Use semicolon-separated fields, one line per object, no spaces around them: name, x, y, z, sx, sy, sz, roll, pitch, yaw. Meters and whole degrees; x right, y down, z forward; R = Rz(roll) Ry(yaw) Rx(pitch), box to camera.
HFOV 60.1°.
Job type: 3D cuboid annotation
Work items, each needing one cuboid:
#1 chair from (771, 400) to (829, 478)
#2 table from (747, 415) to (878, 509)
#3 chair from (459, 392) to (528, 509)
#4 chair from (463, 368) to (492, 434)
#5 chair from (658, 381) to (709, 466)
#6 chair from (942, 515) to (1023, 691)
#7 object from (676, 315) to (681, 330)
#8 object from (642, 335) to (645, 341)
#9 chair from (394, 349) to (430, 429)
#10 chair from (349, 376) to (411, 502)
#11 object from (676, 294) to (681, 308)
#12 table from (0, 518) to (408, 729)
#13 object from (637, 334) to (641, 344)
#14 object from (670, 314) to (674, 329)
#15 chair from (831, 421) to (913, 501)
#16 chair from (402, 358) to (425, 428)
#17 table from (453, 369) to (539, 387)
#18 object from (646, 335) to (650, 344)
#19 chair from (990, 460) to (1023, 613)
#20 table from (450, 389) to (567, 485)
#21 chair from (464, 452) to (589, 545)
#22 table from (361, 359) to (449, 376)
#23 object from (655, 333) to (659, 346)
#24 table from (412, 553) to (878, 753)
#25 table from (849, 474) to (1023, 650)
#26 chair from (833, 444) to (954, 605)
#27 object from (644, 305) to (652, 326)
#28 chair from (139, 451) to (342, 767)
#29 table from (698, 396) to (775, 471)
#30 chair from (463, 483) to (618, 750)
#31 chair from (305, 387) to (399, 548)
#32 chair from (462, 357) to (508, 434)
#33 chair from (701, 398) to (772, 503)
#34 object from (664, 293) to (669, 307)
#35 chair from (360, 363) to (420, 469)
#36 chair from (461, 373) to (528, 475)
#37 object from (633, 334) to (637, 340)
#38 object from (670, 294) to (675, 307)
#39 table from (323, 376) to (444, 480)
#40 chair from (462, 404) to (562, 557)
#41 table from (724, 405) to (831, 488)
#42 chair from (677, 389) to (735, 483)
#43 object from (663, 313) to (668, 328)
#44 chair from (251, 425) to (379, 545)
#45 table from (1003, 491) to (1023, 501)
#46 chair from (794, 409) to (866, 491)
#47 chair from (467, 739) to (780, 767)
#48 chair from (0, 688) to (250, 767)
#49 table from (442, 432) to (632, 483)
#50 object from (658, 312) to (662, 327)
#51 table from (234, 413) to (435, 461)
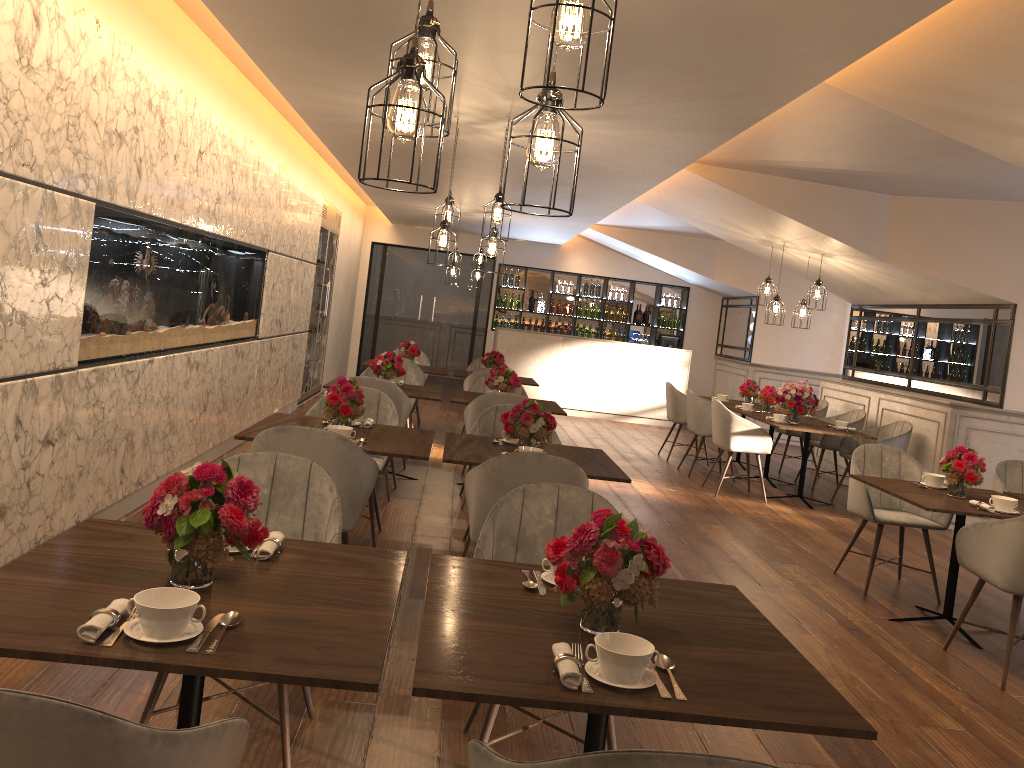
chair;3.294;0.588;10.187;0.526;0.871;0.566;7;2;-4
table;2.737;0.748;8.296;0.896;0.720;0.899;7;3;-4
chair;-0.098;0.470;6.515;0.564;0.871;0.527;7;2;-4
chair;-0.236;0.254;8.988;0.564;0.871;0.527;7;2;-4
chair;1.979;0.435;10.091;0.526;0.871;0.566;7;2;-4
chair;2.485;0.968;4.233;0.564;0.871;0.527;7;2;-4
object;2.869;-1.066;15.252;0.065;0.261;0.066;6;2;-25
object;2.257;-0.745;15.228;0.065;0.207;0.065;8;2;42
chair;-1.246;0.029;10.258;0.564;0.871;0.527;7;2;-4
chair;-1.049;0.359;6.459;0.564;0.871;0.527;7;2;-4
object;2.860;-1.424;15.211;0.070;0.235;0.041;7;1;-4
table;-0.760;0.823;2.073;0.896;0.720;0.899;7;3;-4
object;2.180;-0.754;15.223;0.065;0.207;0.065;8;2;42
object;2.759;-1.079;15.246;0.065;0.261;0.066;6;2;-25
chair;3.399;0.751;8.312;0.526;0.871;0.566;7;2;-4
chair;-1.187;0.143;8.931;0.564;0.871;0.527;7;2;-4
table;-0.229;0.278;9.648;0.896;0.720;0.899;7;3;-4
object;2.334;-0.736;15.232;0.065;0.207;0.065;8;2;42
chair;3.331;0.960;5.613;0.564;0.871;0.527;7;2;-4
table;-0.091;0.494;7.175;0.896;0.720;0.899;7;3;-4
chair;0.045;0.695;3.942;0.564;0.871;0.527;7;2;-4
table;-1.179;0.167;9.592;0.896;0.720;0.899;7;3;-4
object;2.497;-0.746;15.241;0.065;0.263;0.066;6;2;-25
table;0.190;0.935;2.129;0.896;0.720;0.899;7;3;-4
table;2.446;0.987;4.892;0.896;0.720;0.899;7;3;-4
chair;2.380;0.849;5.557;0.564;0.871;0.527;7;2;-4
object;2.343;-1.176;15.194;0.104;0.358;0.103;8;2;24
chair;-0.827;0.685;2.739;0.564;0.871;0.527;7;2;-4
table;2.633;0.585;10.171;0.896;0.720;0.899;7;3;-4
chair;0.124;0.797;2.795;0.564;0.871;0.527;7;2;-4
chair;-0.964;0.470;5.212;0.564;0.871;0.527;7;2;-4
chair;-0.295;0.140;10.314;0.564;0.871;0.527;7;2;-4
chair;2.083;0.599;8.217;0.526;0.871;0.566;7;2;-4
object;2.660;-1.448;15.199;0.070;0.235;0.041;7;1;-4
chair;-1.108;0.245;7.785;0.564;0.871;0.527;7;2;-4
chair;-0.157;0.356;7.841;0.564;0.871;0.527;7;2;-4
object;2.102;-0.763;15.218;0.065;0.207;0.065;8;2;42
object;2.760;-1.436;15.205;0.070;0.235;0.041;7;1;-4
table;-1.042;0.383;7.119;0.896;0.720;0.899;7;3;-4
chair;-0.014;0.581;5.268;0.564;0.871;0.527;7;2;-4
table;2.685;0.666;9.233;0.896;0.720;0.899;7;3;-4
chair;2.031;0.517;9.154;0.526;0.871;0.566;7;2;-4
object;2.650;-1.092;15.239;0.065;0.261;0.066;6;2;-25
chair;-0.906;0.584;3.885;0.564;0.871;0.527;7;2;-4
table;3.397;1.098;4.947;0.896;0.720;0.899;7;3;-4
chair;3.346;0.669;9.250;0.526;0.871;0.566;7;2;-4
chair;0.183;0.911;1.469;0.564;0.871;0.527;7;2;-4
chair;-0.768;0.799;1.413;0.564;0.871;0.527;7;2;-4
table;0.052;0.719;4.602;0.896;0.720;0.899;7;3;-4
object;2.540;-1.106;15.233;0.065;0.263;0.066;6;2;-25
table;-0.899;0.607;4.546;0.896;0.720;0.899;7;3;-4
